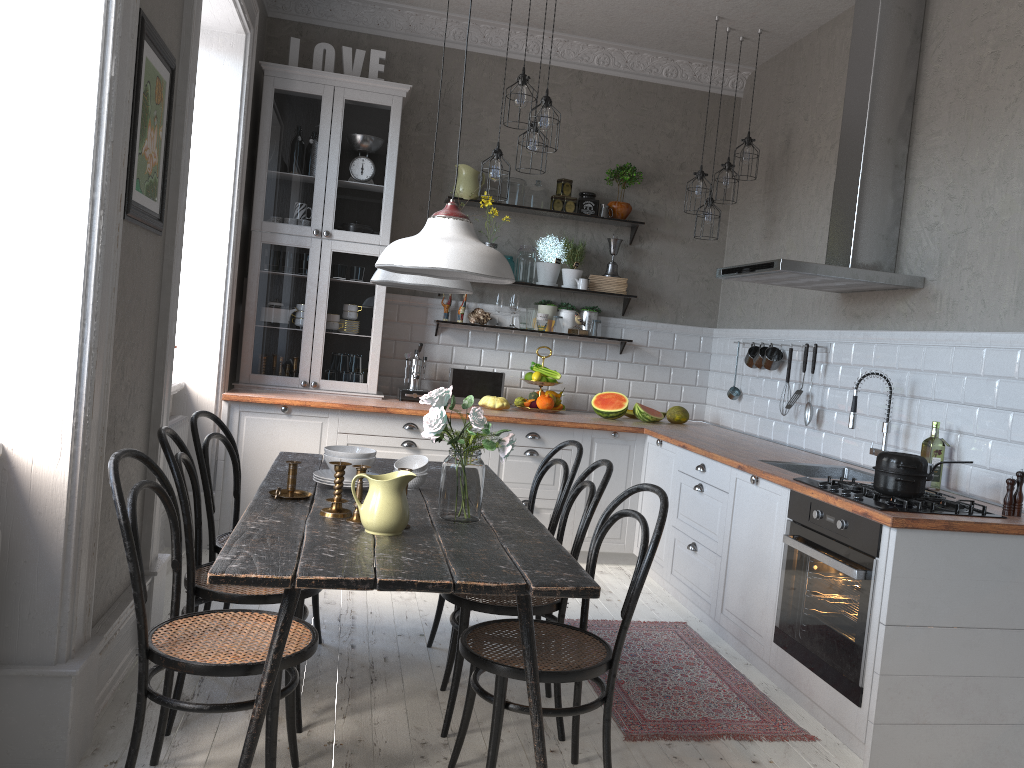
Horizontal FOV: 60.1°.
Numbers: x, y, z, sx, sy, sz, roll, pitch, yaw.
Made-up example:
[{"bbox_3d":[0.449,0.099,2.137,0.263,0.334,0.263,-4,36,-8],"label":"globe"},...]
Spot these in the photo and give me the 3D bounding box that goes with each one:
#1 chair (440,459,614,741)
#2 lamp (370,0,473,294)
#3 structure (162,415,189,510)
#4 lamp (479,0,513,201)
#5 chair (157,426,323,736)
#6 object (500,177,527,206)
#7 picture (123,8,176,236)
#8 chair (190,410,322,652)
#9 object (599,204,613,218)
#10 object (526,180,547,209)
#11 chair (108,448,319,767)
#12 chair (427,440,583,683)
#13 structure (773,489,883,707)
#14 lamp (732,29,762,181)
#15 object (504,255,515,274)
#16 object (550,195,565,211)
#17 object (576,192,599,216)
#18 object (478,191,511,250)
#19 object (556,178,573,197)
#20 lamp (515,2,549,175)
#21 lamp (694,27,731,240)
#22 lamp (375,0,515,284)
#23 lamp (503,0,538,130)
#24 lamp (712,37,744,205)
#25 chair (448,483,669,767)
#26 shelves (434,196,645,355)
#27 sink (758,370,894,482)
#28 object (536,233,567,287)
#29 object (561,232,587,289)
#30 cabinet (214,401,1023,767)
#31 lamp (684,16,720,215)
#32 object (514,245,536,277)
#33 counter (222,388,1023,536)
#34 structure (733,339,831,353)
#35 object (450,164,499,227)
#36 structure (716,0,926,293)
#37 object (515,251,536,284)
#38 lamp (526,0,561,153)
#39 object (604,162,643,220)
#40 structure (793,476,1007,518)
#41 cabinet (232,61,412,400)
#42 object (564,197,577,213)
[{"bbox_3d":[0.030,0.697,3.053,0.551,0.920,0.436,5,3,-4],"label":"chair"},{"bbox_3d":[-0.243,-1.273,3.233,0.381,1.858,0.378,5,3,-4],"label":"lamp"},{"bbox_3d":[-1.682,0.411,4.131,0.150,0.428,1.211,5,3,-12],"label":"structure"},{"bbox_3d":[-0.011,-1.799,4.437,0.150,1.734,0.143,3,4,-45],"label":"lamp"},{"bbox_3d":[-0.890,0.614,2.886,0.555,0.920,0.433,5,3,-14],"label":"chair"},{"bbox_3d":[0.006,-1.243,5.784,0.169,0.184,0.175,7,3,28],"label":"object"},{"bbox_3d":[-1.165,-0.813,2.864,0.020,0.619,0.517,5,3,-10],"label":"picture"},{"bbox_3d":[-0.956,0.583,3.364,0.549,0.920,0.438,6,3,1],"label":"chair"},{"bbox_3d":[0.621,-1.141,5.864,0.094,0.096,0.074,5,3,-11],"label":"object"},{"bbox_3d":[0.167,-1.251,5.915,0.137,0.220,0.143,8,3,38],"label":"object"},{"bbox_3d":[-0.792,0.651,2.345,0.551,0.920,0.436,5,3,-4],"label":"chair"},{"bbox_3d":[-0.035,0.667,3.529,0.555,0.920,0.433,5,3,-14],"label":"chair"},{"bbox_3d":[1.400,0.770,3.296,0.624,0.623,0.617,5,3,-11],"label":"structure"},{"bbox_3d":[1.493,-2.110,5.336,0.150,1.734,0.143,3,3,-40],"label":"lamp"},{"bbox_3d":[-0.048,-0.760,5.854,0.127,0.172,0.125,5,3,-8],"label":"object"},{"bbox_3d":[0.297,-1.181,5.845,0.083,0.113,0.082,5,3,-11],"label":"object"},{"bbox_3d":[0.499,-1.196,5.934,0.143,0.174,0.141,5,3,-11],"label":"object"},{"bbox_3d":[-0.144,-0.947,5.675,0.194,0.540,0.277,5,3,-19],"label":"object"},{"bbox_3d":[0.344,-1.289,5.835,0.084,0.113,0.081,4,3,-31],"label":"object"},{"bbox_3d":[0.177,-1.941,4.464,0.149,1.734,0.144,4,3,-25],"label":"lamp"},{"bbox_3d":[1.271,-1.752,5.377,0.150,1.734,0.143,3,3,-40],"label":"lamp"},{"bbox_3d":[-0.090,-1.214,2.362,0.373,1.858,0.386,7,3,26],"label":"lamp"},{"bbox_3d":[0.115,-2.120,4.281,0.149,1.734,0.144,4,3,-25],"label":"lamp"},{"bbox_3d":[1.410,-1.997,5.499,0.144,1.734,0.149,7,3,30],"label":"lamp"},{"bbox_3d":[0.125,0.733,2.533,0.555,0.920,0.433,5,3,-14],"label":"chair"},{"bbox_3d":[0.176,-0.681,5.878,1.328,0.923,0.226,5,3,-12],"label":"shelves"},{"bbox_3d":[1.447,0.284,3.934,0.533,0.720,0.482,5,3,-12],"label":"sink"},{"bbox_3d":[0.266,-0.824,5.918,0.244,0.354,0.235,6,3,6],"label":"object"},{"bbox_3d":[0.406,-0.821,5.896,0.166,0.380,0.188,8,3,39],"label":"object"},{"bbox_3d":[0.513,0.697,4.572,4.113,0.854,2.027,8,3,34],"label":"cabinet"},{"bbox_3d":[1.179,-1.876,5.213,0.145,1.734,0.149,7,3,20],"label":"lamp"},{"bbox_3d":[0.090,-0.796,5.944,0.132,0.264,0.131,5,3,-6],"label":"object"},{"bbox_3d":[0.135,0.260,4.310,3.190,0.039,3.361,5,3,-11],"label":"counter"},{"bbox_3d":[1.554,-0.229,5.205,0.095,0.053,1.076,5,3,-10],"label":"structure"},{"bbox_3d":[-0.316,-1.033,5.677,0.341,0.674,0.331,3,4,-43],"label":"object"},{"bbox_3d":[1.535,-1.281,4.254,0.719,1.595,0.706,5,3,-11],"label":"structure"},{"bbox_3d":[0.090,-0.759,5.794,0.124,0.206,0.126,6,3,11],"label":"object"},{"bbox_3d":[0.224,-1.972,4.153,0.144,1.734,0.150,7,3,35],"label":"lamp"},{"bbox_3d":[0.747,-1.284,5.934,0.259,0.397,0.243,6,3,13],"label":"object"},{"bbox_3d":[1.409,0.406,3.278,0.500,0.031,0.600,5,3,-11],"label":"structure"},{"bbox_3d":[-1.154,-0.884,5.436,0.887,1.920,0.384,5,3,-12],"label":"cabinet"},{"bbox_3d":[0.384,-1.173,5.860,0.083,0.113,0.082,6,3,-1],"label":"object"}]
